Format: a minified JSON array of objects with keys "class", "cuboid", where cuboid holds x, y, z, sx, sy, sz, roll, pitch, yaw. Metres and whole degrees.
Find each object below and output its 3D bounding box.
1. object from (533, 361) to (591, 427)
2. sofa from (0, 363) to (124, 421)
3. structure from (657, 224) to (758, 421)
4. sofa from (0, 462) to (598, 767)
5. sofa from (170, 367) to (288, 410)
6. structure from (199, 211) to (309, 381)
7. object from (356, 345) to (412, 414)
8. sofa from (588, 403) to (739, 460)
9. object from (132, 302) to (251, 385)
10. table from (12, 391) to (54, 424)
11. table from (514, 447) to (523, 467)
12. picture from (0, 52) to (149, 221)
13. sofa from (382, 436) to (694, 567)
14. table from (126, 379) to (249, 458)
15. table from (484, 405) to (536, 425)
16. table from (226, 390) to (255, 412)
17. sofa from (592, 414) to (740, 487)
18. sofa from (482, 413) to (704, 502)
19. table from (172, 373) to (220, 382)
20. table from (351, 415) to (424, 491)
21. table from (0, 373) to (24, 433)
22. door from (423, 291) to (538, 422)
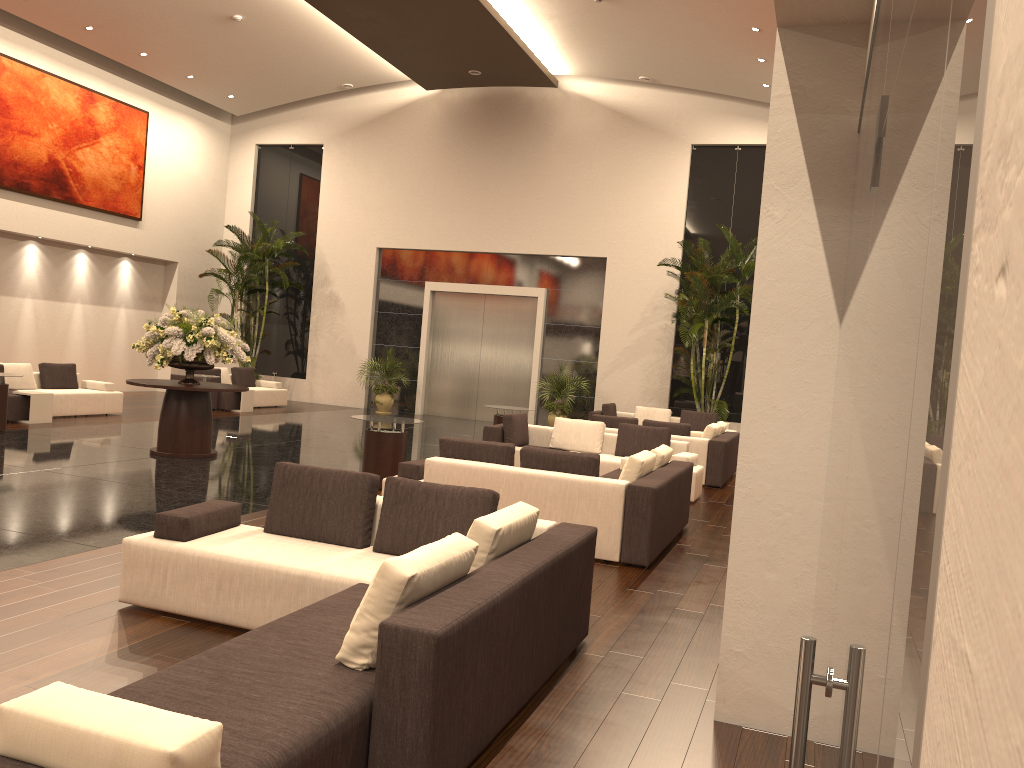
[{"class":"object","cuboid":[1.051,0.247,19.832,1.373,1.682,1.297,4,2,-33]},{"class":"sofa","cuboid":[-7.756,0.096,14.650,1.291,0.862,2.846,5,2,19]},{"class":"structure","cuboid":[4.150,-0.912,18.214,2.436,4.611,2.531,4,2,-9]},{"class":"sofa","cuboid":[-1.266,0.981,4.086,2.586,0.862,3.366,5,2,19]},{"class":"sofa","cuboid":[-6.052,0.077,19.553,1.291,0.862,2.846,5,2,19]},{"class":"structure","cuboid":[-6.368,-1.910,22.016,2.436,4.611,2.531,4,2,-9]},{"class":"object","cuboid":[-3.009,-0.138,21.296,1.373,1.682,1.297,3,2,-38]},{"class":"sofa","cuboid":[2.922,0.903,17.072,2.846,0.862,1.291,5,2,19]},{"class":"object","cuboid":[-4.149,-0.545,11.546,1.453,1.097,1.402,4,2,-25]},{"class":"table","cuboid":[-7.411,0.359,13.701,0.400,0.460,0.400,5,2,19]},{"class":"table","cuboid":[0.089,1.058,11.354,0.400,0.460,0.400,5,2,19]},{"class":"picture","cuboid":[-9.293,-5.047,18.492,0.070,2.526,4.515,5,2,19]},{"class":"sofa","cuboid":[0.473,0.960,9.145,2.586,0.862,3.366,5,2,19]},{"class":"table","cuboid":[-4.257,0.456,11.589,1.498,0.921,1.498,5,2,10]},{"class":"table","cuboid":[-0.068,0.779,14.286,0.833,0.795,0.844,4,2,-20]},{"class":"table","cuboid":[-5.707,0.340,18.604,0.400,0.460,0.400,5,2,19]},{"class":"sofa","cuboid":[2.335,0.939,14.504,2.586,0.862,3.366,5,2,19]},{"class":"sofa","cuboid":[1.060,0.924,11.713,2.846,0.862,1.291,5,2,19]},{"class":"table","cuboid":[-5.823,0.235,16.284,0.833,0.795,0.844,4,2,-20]},{"class":"table","cuboid":[-1.460,0.797,10.194,0.833,0.795,0.844,4,2,-20]},{"class":"table","cuboid":[-7.216,0.254,12.192,0.833,0.795,0.844,4,2,-20]},{"class":"door","cuboid":[-0.755,-0.642,21.378,2.767,3.048,0.040,5,2,19]}]
